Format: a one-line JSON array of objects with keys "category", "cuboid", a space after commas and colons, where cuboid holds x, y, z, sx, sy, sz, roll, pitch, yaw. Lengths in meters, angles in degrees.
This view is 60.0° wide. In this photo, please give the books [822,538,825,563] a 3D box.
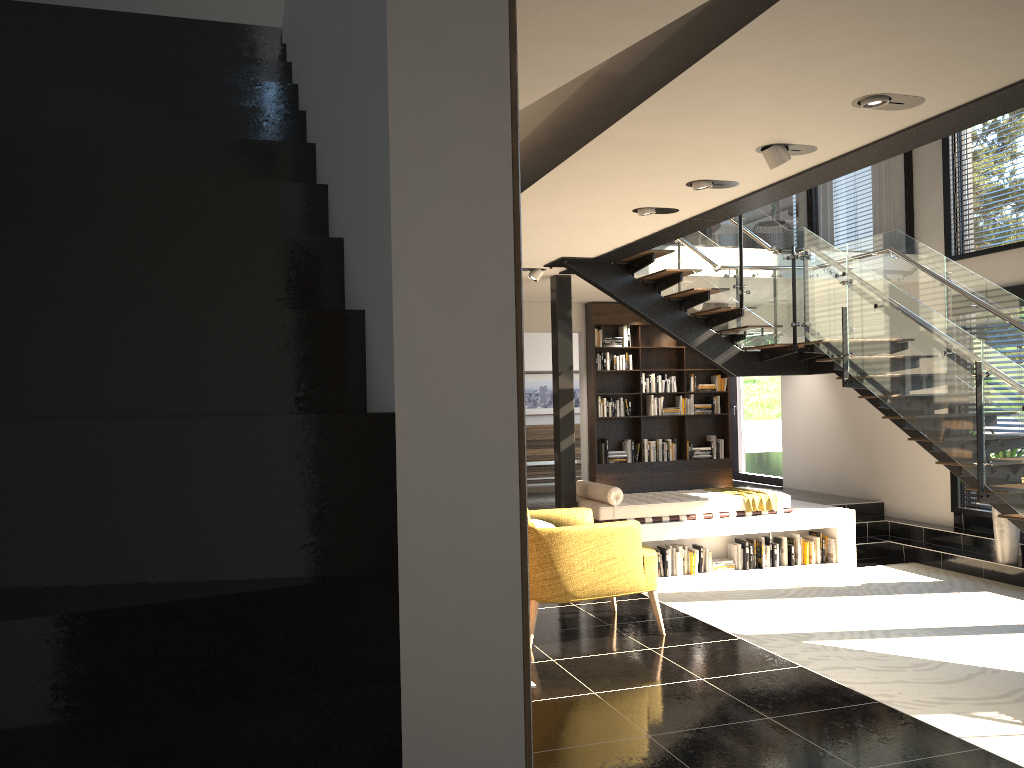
[{"category": "books", "cuboid": [3.393, 1.828, 9.809, 0.030, 0.273, 0.185, -1, -1, -17]}]

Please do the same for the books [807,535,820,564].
[{"category": "books", "cuboid": [3.326, 1.823, 9.785, 0.028, 0.285, 0.210, -1, -1, -17]}]

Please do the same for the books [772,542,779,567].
[{"category": "books", "cuboid": [2.836, 1.846, 9.630, 0.019, 0.256, 0.186, -1, -1, -17]}]

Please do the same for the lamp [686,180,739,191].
[{"category": "lamp", "cuboid": [1.245, -1.289, 5.512, 0.346, 0.177, 0.195, -1, -1, -17]}]

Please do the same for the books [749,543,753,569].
[{"category": "books", "cuboid": [2.531, 1.844, 9.541, 0.029, 0.268, 0.173, -1, -1, -17]}]

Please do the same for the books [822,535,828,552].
[{"category": "books", "cuboid": [3.442, 1.821, 9.843, 0.043, 0.287, 0.147, -1, -1, -17]}]

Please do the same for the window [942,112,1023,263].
[{"category": "window", "cuboid": [5.314, -2.647, 9.565, 0.358, 2.475, 1.393, -1, -1, -17]}]

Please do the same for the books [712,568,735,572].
[{"category": "books", "cuboid": [2.221, 1.973, 9.467, 0.257, 0.024, 0.167, -1, -1, -17]}]

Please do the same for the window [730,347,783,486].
[{"category": "window", "cuboid": [3.713, 0.350, 14.760, 0.184, 2.475, 2.982, -1, -1, -17]}]

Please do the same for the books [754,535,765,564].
[{"category": "books", "cuboid": [2.687, 1.813, 9.616, 0.029, 0.326, 0.153, -1, 0, -17]}]

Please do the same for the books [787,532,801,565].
[{"category": "books", "cuboid": [3.086, 1.802, 9.709, 0.028, 0.334, 0.205, -1, -1, -17]}]

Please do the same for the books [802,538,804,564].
[{"category": "books", "cuboid": [3.151, 1.826, 9.739, 0.025, 0.285, 0.164, -1, -1, -17]}]

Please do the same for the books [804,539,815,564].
[{"category": "books", "cuboid": [3.269, 1.843, 9.758, 0.021, 0.248, 0.198, -1, -1, -17]}]

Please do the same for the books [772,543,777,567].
[{"category": "books", "cuboid": [2.810, 1.847, 9.622, 0.036, 0.253, 0.178, -1, -1, -17]}]

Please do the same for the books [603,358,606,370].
[{"category": "books", "cuboid": [1.241, -0.266, 12.078, 0.030, 0.168, 0.125, -1, -1, -17]}]

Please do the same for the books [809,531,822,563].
[{"category": "books", "cuboid": [3.355, 1.801, 9.809, 0.042, 0.328, 0.205, -1, -1, -17]}]

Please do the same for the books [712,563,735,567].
[{"category": "books", "cuboid": [2.218, 1.924, 9.472, 0.274, 0.025, 0.156, -1, -1, -21]}]

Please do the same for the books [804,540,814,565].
[{"category": "books", "cuboid": [3.249, 1.844, 9.746, 0.024, 0.246, 0.212, -1, -1, -17]}]

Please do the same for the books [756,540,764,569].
[{"category": "books", "cuboid": [2.647, 1.833, 9.560, 0.026, 0.287, 0.204, -1, -1, -17]}]

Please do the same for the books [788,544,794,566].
[{"category": "books", "cuboid": [3.000, 1.856, 9.679, 0.032, 0.229, 0.228, -1, -1, -17]}]

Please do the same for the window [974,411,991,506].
[{"category": "window", "cuboid": [5.448, 0.209, 9.561, 0.005, 2.297, 1.221, -1, -1, -17]}]

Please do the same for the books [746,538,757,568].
[{"category": "books", "cuboid": [2.585, 1.826, 9.571, 0.035, 0.305, 0.151, -1, -1, -17]}]

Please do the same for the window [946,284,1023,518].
[{"category": "window", "cuboid": [5.378, 0.210, 9.548, 0.358, 2.475, 1.393, -1, -1, -17]}]

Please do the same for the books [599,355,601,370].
[{"category": "books", "cuboid": [1.185, -0.284, 12.074, 0.021, 0.207, 0.102, -1, -1, -17]}]

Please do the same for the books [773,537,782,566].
[{"category": "books", "cuboid": [2.888, 1.826, 9.678, 0.066, 0.293, 0.142, -1, -1, -17]}]

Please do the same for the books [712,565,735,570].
[{"category": "books", "cuboid": [2.220, 1.949, 9.467, 0.261, 0.024, 0.167, -1, -1, -21]}]

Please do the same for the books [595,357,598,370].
[{"category": "books", "cuboid": [1.132, -0.269, 12.048, 0.037, 0.177, 0.109, -1, -1, -17]}]

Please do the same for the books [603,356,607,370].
[{"category": "books", "cuboid": [1.264, -0.280, 12.090, 0.021, 0.196, 0.103, -1, -1, -17]}]

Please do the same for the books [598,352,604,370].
[{"category": "books", "cuboid": [1.208, -0.308, 12.082, 0.029, 0.254, 0.128, -1, -1, -17]}]

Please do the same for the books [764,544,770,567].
[{"category": "books", "cuboid": [2.742, 1.860, 9.622, 0.028, 0.231, 0.158, -1, -1, -17]}]

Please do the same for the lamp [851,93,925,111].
[{"category": "lamp", "cuboid": [1.709, -1.338, 4.033, 0.346, 0.158, 0.195, -1, -1, -17]}]

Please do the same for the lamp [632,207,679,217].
[{"category": "lamp", "cuboid": [1.013, -1.269, 6.253, 0.346, 0.177, 0.195, -1, -1, -17]}]

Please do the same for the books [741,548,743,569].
[{"category": "books", "cuboid": [2.428, 1.868, 9.530, 0.027, 0.226, 0.165, -1, -1, -17]}]

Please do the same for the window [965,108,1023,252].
[{"category": "window", "cuboid": [5.384, -2.648, 9.579, 0.005, 2.297, 1.221, -1, -1, -17]}]

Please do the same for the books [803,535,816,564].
[{"category": "books", "cuboid": [3.289, 1.824, 9.793, 0.039, 0.284, 0.200, -1, -1, -17]}]

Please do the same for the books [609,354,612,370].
[{"category": "books", "cuboid": [1.328, -0.295, 12.120, 0.052, 0.224, 0.099, -1, 0, -17]}]

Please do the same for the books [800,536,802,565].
[{"category": "books", "cuboid": [3.128, 1.818, 9.735, 0.021, 0.302, 0.167, -1, -1, -17]}]

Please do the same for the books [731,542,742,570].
[{"category": "books", "cuboid": [2.406, 1.845, 9.507, 0.030, 0.273, 0.168, -1, -1, -17]}]

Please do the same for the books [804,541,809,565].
[{"category": "books", "cuboid": [3.182, 1.843, 9.724, 0.025, 0.249, 0.208, -1, -1, -17]}]

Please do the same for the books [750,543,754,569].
[{"category": "books", "cuboid": [2.556, 1.844, 9.558, 0.029, 0.268, 0.146, -1, -1, -17]}]

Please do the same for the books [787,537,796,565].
[{"category": "books", "cuboid": [3.051, 1.829, 9.732, 0.026, 0.284, 0.177, -1, -1, -17]}]

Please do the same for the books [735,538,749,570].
[{"category": "books", "cuboid": [2.469, 1.822, 9.514, 0.043, 0.316, 0.209, -1, -1, -17]}]

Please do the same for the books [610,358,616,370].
[{"category": "books", "cuboid": [1.375, -0.271, 12.106, 0.029, 0.173, 0.138, -1, -1, -17]}]

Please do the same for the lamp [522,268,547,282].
[{"category": "lamp", "cuboid": [0.179, -1.155, 8.921, 0.346, 0.262, 0.195, -1, -1, -17]}]

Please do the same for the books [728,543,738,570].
[{"category": "books", "cuboid": [2.371, 1.851, 9.525, 0.026, 0.263, 0.156, -1, -1, -17]}]

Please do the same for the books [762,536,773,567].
[{"category": "books", "cuboid": [2.771, 1.816, 9.627, 0.033, 0.318, 0.152, -1, -1, -17]}]

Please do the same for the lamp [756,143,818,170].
[{"category": "lamp", "cuboid": [1.478, -1.274, 4.773, 0.346, 0.247, 0.195, -1, -1, -17]}]

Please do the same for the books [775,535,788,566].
[{"category": "books", "cuboid": [2.937, 1.816, 9.679, 0.027, 0.312, 0.189, -1, -1, -17]}]

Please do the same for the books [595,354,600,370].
[{"category": "books", "cuboid": [1.158, -0.295, 12.072, 0.030, 0.230, 0.103, -1, 0, -17]}]

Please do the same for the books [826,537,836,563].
[{"category": "books", "cuboid": [3.491, 1.831, 9.820, 0.037, 0.264, 0.272, -1, -1, -17]}]

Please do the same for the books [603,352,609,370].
[{"category": "books", "cuboid": [1.288, -0.305, 12.103, 0.034, 0.245, 0.127, -1, -1, -17]}]

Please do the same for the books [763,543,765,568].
[{"category": "books", "cuboid": [2.667, 1.841, 9.588, 0.027, 0.270, 0.188, -1, -1, -17]}]
